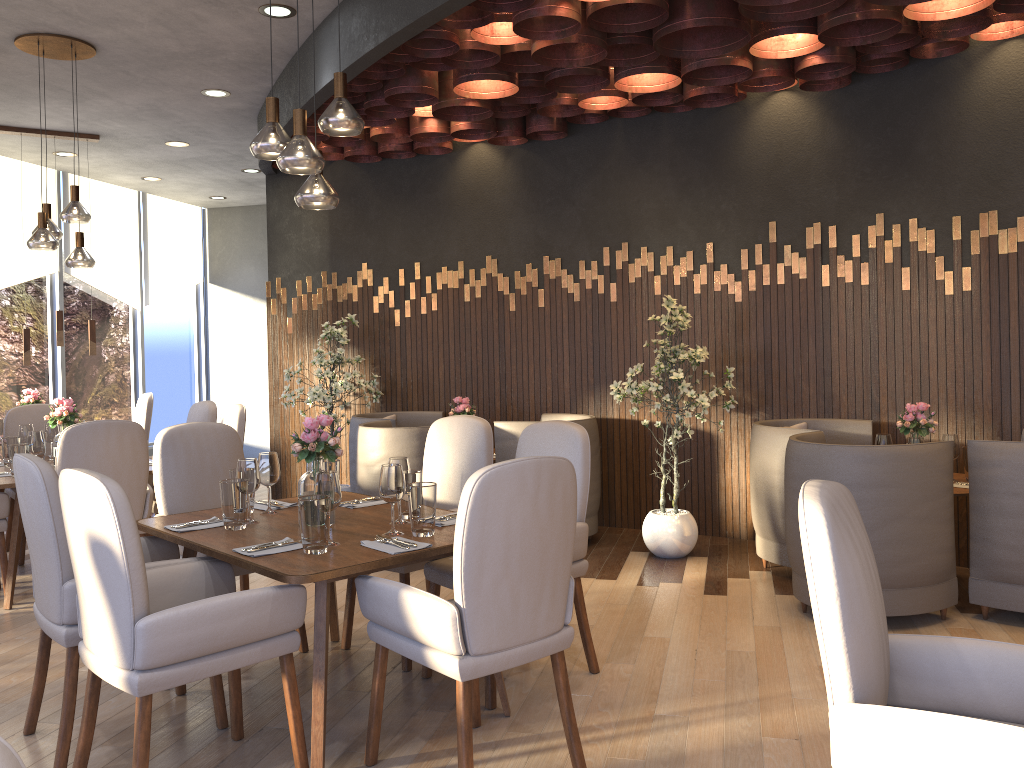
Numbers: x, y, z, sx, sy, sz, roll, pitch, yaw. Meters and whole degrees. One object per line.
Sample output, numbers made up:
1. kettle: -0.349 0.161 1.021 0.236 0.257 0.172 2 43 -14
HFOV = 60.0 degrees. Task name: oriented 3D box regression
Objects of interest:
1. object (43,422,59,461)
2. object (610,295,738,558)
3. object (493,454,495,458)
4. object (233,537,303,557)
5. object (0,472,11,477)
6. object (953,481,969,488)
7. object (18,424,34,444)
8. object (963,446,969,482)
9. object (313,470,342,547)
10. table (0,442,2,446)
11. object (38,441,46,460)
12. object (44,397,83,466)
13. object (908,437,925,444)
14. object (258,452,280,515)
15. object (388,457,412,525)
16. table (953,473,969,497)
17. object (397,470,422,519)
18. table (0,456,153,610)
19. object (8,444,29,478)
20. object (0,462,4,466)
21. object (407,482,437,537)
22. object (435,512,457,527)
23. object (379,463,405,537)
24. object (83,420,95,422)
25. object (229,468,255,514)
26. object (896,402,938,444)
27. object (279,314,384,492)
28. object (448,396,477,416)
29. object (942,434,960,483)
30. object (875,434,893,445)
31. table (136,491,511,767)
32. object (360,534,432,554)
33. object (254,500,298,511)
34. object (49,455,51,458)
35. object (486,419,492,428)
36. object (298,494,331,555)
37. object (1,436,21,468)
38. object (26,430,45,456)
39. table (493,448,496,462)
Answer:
1. object: -2.919 0.363 5.620 0.092 0.244 0.092 -1 1 34
2. object: 1.026 0.254 5.541 0.746 1.616 0.789 -1 1 40
3. object: -0.122 0.494 6.147 0.255 0.019 0.157 0 3 35
4. object: -0.774 0.531 2.921 0.255 0.019 0.157 -3 3 -43
5. object: -2.824 0.500 4.955 0.255 0.019 0.157 -3 3 -34
6. object: 2.297 0.504 4.448 0.157 0.019 0.255 -3 3 -38
7. object: -2.975 0.372 5.432 0.092 0.244 0.092 -1 1 -8
8. object: 2.389 0.417 4.585 0.102 0.178 0.102 -2 1 -42
9. object: -0.613 0.414 2.946 0.092 0.244 0.092 -1 1 27
10. table: -3.981 0.780 7.289 0.834 0.662 0.834 -1 2 5
11. object: -3.023 0.397 5.652 0.102 0.178 0.102 -2 1 -40
12. object: -2.703 0.287 5.359 0.210 0.415 0.198 -1 1 -9
13. object: 2.060 0.394 4.512 0.092 0.244 0.092 -2 1 -17
14. object: -0.978 0.398 3.561 0.092 0.244 0.092 -2 1 -20
15. object: -0.418 0.396 3.289 0.092 0.244 0.092 -1 1 6
16. table: 2.131 0.790 4.658 0.834 0.561 0.834 -2 2 -33
17. object: -0.396 0.424 3.396 0.102 0.178 0.102 -2 1 -26
18. table: -2.674 0.823 5.341 0.965 0.665 1.307 -2 2 -35
19. object: -2.696 0.421 4.850 0.102 0.178 0.102 -2 1 -28
20. object: -3.138 0.488 5.435 0.255 0.019 0.157 -3 3 -34
21. object: -0.309 0.435 3.066 0.102 0.178 0.102 -2 1 -35
22. object: -0.251 0.504 3.311 0.255 0.019 0.157 -3 3 -42
23. object: -0.417 0.403 3.089 0.092 0.244 0.092 -1 1 30
24. object: -2.732 0.355 5.735 0.092 0.244 0.092 -1 1 10
25. object: -1.085 0.433 3.576 0.102 0.178 0.102 -2 1 -29
26. object: 2.131 0.301 4.664 0.210 0.415 0.198 -1 1 26
27. object: -1.432 0.257 6.941 0.788 1.616 0.747 -1 1 20
28. object: -0.350 0.294 6.320 0.210 0.415 0.198 -1 1 -9
29. object: 2.283 0.385 4.613 0.092 0.244 0.092 -1 1 -13
30. object: 1.977 0.389 4.711 0.092 0.244 0.092 -1 1 8
31. table: -0.698 0.856 3.321 0.965 0.665 1.307 -3 2 -43
32. object: -0.395 0.522 2.925 0.157 0.019 0.255 -3 3 -41
33. object: -1.007 0.505 3.725 0.255 0.019 0.157 1 3 45
34. object: -2.922 0.470 5.786 0.157 0.019 0.255 -3 3 -36
35. object: -0.185 0.377 6.301 0.092 0.244 0.092 -2 1 -36
36. object: -0.631 0.451 2.839 0.102 0.178 0.102 -2 1 -27
37. object: -3.011 0.410 5.329 0.102 0.178 0.102 -2 1 -28
38. object: -2.660 0.383 4.953 0.092 0.244 0.092 -1 1 14
39. table: -0.335 0.783 6.312 0.834 0.561 0.834 -1 2 7
